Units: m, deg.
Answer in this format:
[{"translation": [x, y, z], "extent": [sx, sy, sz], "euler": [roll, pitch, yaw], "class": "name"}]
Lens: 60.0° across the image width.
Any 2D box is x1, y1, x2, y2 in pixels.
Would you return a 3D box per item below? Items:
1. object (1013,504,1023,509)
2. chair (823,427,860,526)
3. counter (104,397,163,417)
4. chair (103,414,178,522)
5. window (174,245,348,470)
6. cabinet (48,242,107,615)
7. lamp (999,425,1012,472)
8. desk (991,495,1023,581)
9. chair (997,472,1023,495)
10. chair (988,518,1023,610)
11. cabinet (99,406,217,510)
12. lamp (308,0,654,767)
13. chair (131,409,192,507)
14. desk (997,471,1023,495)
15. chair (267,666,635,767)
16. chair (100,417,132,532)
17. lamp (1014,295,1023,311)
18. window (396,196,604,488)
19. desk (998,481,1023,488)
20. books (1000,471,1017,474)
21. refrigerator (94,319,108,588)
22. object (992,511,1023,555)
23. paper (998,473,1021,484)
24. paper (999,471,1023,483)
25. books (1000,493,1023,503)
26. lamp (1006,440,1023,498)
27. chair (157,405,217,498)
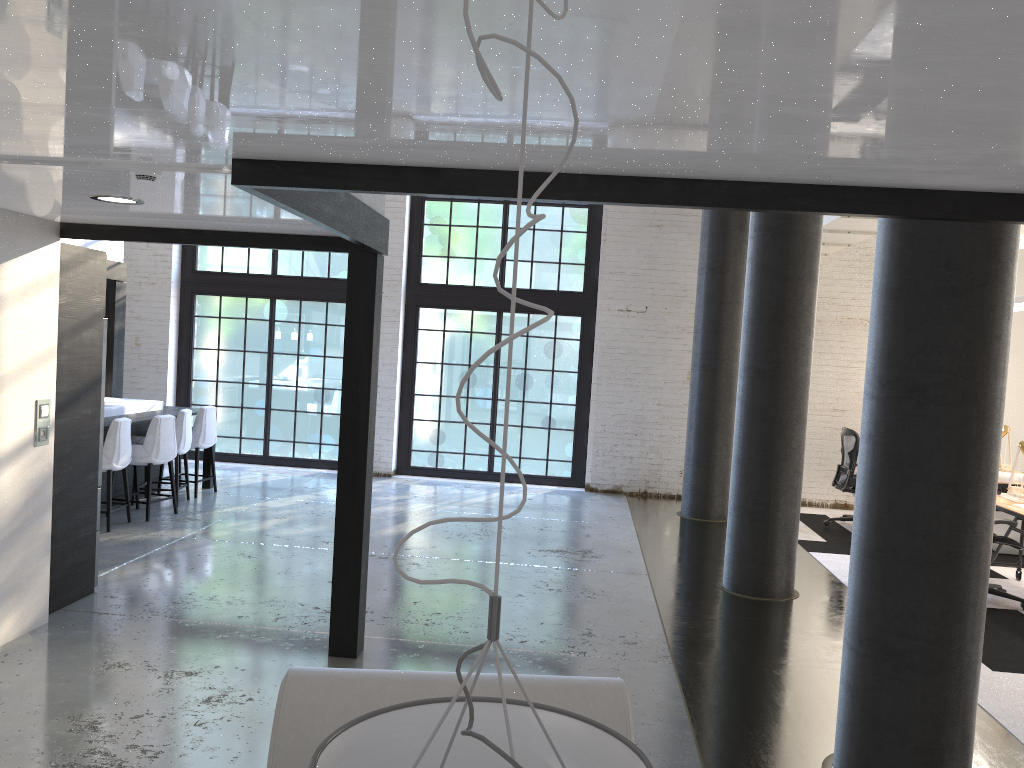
[{"translation": [4.042, 0.971, 6.863], "extent": [0.118, 0.018, 0.438], "euler": [4, 2, 5], "class": "object"}, {"translation": [3.813, 1.022, 9.590], "extent": [0.792, 1.086, 0.769], "euler": [3, 3, -12], "class": "chair"}, {"translation": [-4.262, 0.236, 8.261], "extent": [0.977, 0.095, 2.291], "euler": [4, 2, 5], "class": "counter"}, {"translation": [-3.374, 0.758, 8.126], "extent": [0.501, 0.985, 0.579], "euler": [4, 3, 16], "class": "chair"}, {"translation": [-3.132, -1.460, 11.687], "extent": [2.490, 5.183, 0.137], "euler": [4, 3, 5], "class": "window"}, {"translation": [-4.629, 0.045, 7.326], "extent": [4.275, 2.317, 4.228], "euler": [4, 2, 5], "class": "cabinet"}, {"translation": [5.070, 0.657, 9.184], "extent": [0.126, 0.470, 0.344], "euler": [4, 3, 5], "class": "lamp"}, {"translation": [4.092, 1.341, 6.986], "extent": [0.529, 0.725, 1.400], "euler": [4, 2, 5], "class": "desk"}, {"translation": [5.634, 1.131, 9.630], "extent": [0.792, 1.086, 0.769], "euler": [3, 3, -12], "class": "chair"}, {"translation": [3.613, 1.137, 6.919], "extent": [0.792, 1.086, 0.769], "euler": [3, 3, -12], "class": "chair"}, {"translation": [-4.076, 0.736, 8.513], "extent": [1.370, 0.911, 2.690], "euler": [4, 2, 5], "class": "cabinet"}, {"translation": [-0.005, 0.036, 0.823], "extent": [0.436, 1.348, 0.436], "euler": [5, 3, 19], "class": "lamp"}, {"translation": [-3.454, 0.728, 8.772], "extent": [0.501, 0.985, 0.579], "euler": [3, 3, -4], "class": "chair"}, {"translation": [5.134, 1.280, 9.582], "extent": [0.529, 0.725, 1.400], "euler": [4, 2, 5], "class": "desk"}, {"translation": [-0.152, 1.250, 2.169], "extent": [1.007, 0.785, 1.025], "euler": [3, 3, -4], "class": "chair"}, {"translation": [-3.554, 0.769, 7.589], "extent": [0.501, 0.985, 0.579], "euler": [4, 3, 1], "class": "chair"}, {"translation": [4.833, -2.032, 6.685], "extent": [0.226, 2.866, 7.297], "euler": [4, 2, 5], "class": "lamp"}, {"translation": [-0.135, -1.269, 11.446], "extent": [2.490, 5.183, 0.137], "euler": [4, 3, 5], "class": "window"}, {"translation": [4.638, 1.287, 8.652], "extent": [1.401, 0.725, 0.529], "euler": [4, 3, 5], "class": "desk"}, {"translation": [5.023, 0.907, 9.150], "extent": [0.225, 0.038, 0.308], "euler": [4, 2, 5], "class": "books"}, {"translation": [-3.103, 0.449, 5.440], "extent": [0.853, 1.773, 0.820], "euler": [4, 3, 5], "class": "refrigerator"}, {"translation": [4.993, 1.442, 8.777], "extent": [0.544, 0.455, 0.221], "euler": [4, 3, 5], "class": "object"}, {"translation": [4.520, 0.868, 8.796], "extent": [0.083, 0.082, 1.133], "euler": [2, 2, -21], "class": "paper"}, {"translation": [4.687, 0.879, 8.782], "extent": [0.083, 0.082, 1.133], "euler": [2, 3, -31], "class": "paper"}, {"translation": [4.249, 0.952, 7.376], "extent": [0.225, 0.038, 0.308], "euler": [4, 2, 5], "class": "books"}, {"translation": [4.233, 0.702, 7.314], "extent": [0.127, 0.470, 0.344], "euler": [4, 3, 5], "class": "lamp"}, {"translation": [-3.409, 0.707, 9.361], "extent": [0.501, 0.985, 0.579], "euler": [4, 3, 11], "class": "chair"}]
